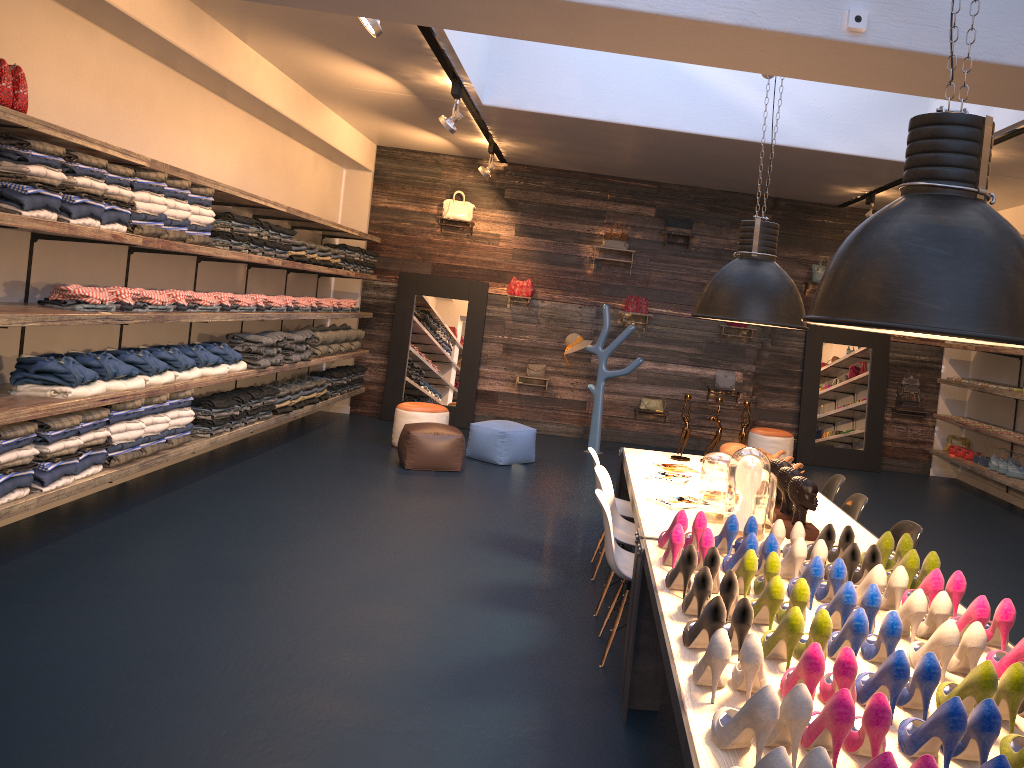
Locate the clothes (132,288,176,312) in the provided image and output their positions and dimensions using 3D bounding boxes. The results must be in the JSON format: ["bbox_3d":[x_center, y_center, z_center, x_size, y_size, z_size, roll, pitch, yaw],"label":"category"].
[{"bbox_3d":[-2.493,-0.568,5.876,0.335,0.159,0.334,8,5,21],"label":"clothes"}]

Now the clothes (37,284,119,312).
[{"bbox_3d":[-2.559,-0.509,5.155,0.335,0.159,0.334,8,5,21],"label":"clothes"}]

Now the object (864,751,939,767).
[{"bbox_3d":[0.745,0.784,1.727,0.202,0.195,0.242,7,3,1],"label":"object"}]

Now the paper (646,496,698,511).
[{"bbox_3d":[1.044,0.630,4.720,0.308,0.014,0.781,11,7,41],"label":"paper"}]

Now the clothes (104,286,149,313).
[{"bbox_3d":[-2.504,-0.540,5.491,0.325,0.154,0.347,6,5,-5],"label":"clothes"}]

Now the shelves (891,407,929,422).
[{"bbox_3d":[5.390,0.426,11.783,0.455,0.157,0.244,6,4,-2],"label":"shelves"}]

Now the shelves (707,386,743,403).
[{"bbox_3d":[2.825,0.148,11.578,0.455,0.183,0.244,6,4,-2],"label":"shelves"}]

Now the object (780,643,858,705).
[{"bbox_3d":[0.810,0.742,2.260,0.198,0.195,0.247,7,3,9],"label":"object"}]

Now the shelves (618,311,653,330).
[{"bbox_3d":[1.622,-0.835,11.468,0.455,0.210,0.244,6,3,-2],"label":"shelves"}]

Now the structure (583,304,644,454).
[{"bbox_3d":[1.118,-0.061,10.513,0.908,1.806,0.183,7,1,25],"label":"structure"}]

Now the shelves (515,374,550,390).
[{"bbox_3d":[0.266,-0.026,11.379,0.455,0.143,0.244,6,4,-2],"label":"shelves"}]

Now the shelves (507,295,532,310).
[{"bbox_3d":[0.097,-1.067,11.347,0.306,0.157,0.244,7,4,-1],"label":"shelves"}]

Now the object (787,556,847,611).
[{"bbox_3d":[1.109,0.696,3.134,0.202,0.195,0.242,7,3,1],"label":"object"}]

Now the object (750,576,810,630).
[{"bbox_3d":[0.875,0.697,2.827,0.202,0.195,0.242,7,3,1],"label":"object"}]

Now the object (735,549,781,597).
[{"bbox_3d":[0.878,0.670,3.119,0.201,0.195,0.244,7,3,4],"label":"object"}]

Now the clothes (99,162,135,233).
[{"bbox_3d":[-2.406,-1.103,5.086,0.250,0.410,0.324,7,2,8],"label":"clothes"}]

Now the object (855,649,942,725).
[{"bbox_3d":[1.022,0.764,2.290,0.202,0.195,0.242,7,3,1],"label":"object"}]

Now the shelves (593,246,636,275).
[{"bbox_3d":[1.330,-1.621,11.433,0.563,0.316,0.243,6,2,-3],"label":"shelves"}]

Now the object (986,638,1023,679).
[{"bbox_3d":[1.546,0.798,2.594,0.204,0.195,0.240,6,3,-3],"label":"object"}]

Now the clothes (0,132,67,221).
[{"bbox_3d":[-2.468,-1.047,4.407,0.250,0.410,0.324,7,2,8],"label":"clothes"}]

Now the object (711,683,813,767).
[{"bbox_3d":[0.573,0.741,1.979,0.210,0.195,0.233,6,3,-13],"label":"object"}]

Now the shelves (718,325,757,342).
[{"bbox_3d":[3.003,-0.671,11.599,0.499,0.184,0.200,6,3,-3],"label":"shelves"}]

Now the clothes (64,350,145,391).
[{"bbox_3d":[-2.580,-0.092,5.404,0.408,0.240,0.446,8,4,16],"label":"clothes"}]

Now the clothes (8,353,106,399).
[{"bbox_3d":[-2.619,-0.055,4.960,0.427,0.240,0.428,7,4,0],"label":"clothes"}]

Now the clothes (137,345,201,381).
[{"bbox_3d":[-2.505,-0.159,6.216,0.427,0.240,0.428,7,4,0],"label":"clothes"}]

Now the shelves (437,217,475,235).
[{"bbox_3d":[-0.729,-2.047,11.271,0.455,0.157,0.244,6,4,-2],"label":"shelves"}]

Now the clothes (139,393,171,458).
[{"bbox_3d":[-2.483,0.256,5.799,0.261,0.455,0.344,7,2,14],"label":"clothes"}]

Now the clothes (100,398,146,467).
[{"bbox_3d":[-2.513,0.284,5.471,0.261,0.455,0.344,7,2,14],"label":"clothes"}]

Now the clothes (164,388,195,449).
[{"bbox_3d":[-2.450,0.227,6.159,0.261,0.455,0.344,7,2,14],"label":"clothes"}]

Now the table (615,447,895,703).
[{"bbox_3d":[1.251,0.997,5.100,1.238,0.738,2.541,7,5,3],"label":"table"}]

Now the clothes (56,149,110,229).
[{"bbox_3d":[-2.410,-1.073,4.758,0.250,0.410,0.324,7,2,8],"label":"clothes"}]

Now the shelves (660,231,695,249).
[{"bbox_3d":[2.184,-1.905,11.496,0.455,0.178,0.244,6,4,-2],"label":"shelves"}]

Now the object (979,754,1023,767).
[{"bbox_3d":[0.984,0.809,1.770,0.202,0.195,0.242,7,3,1],"label":"object"}]

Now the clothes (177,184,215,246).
[{"bbox_3d":[-2.299,-1.207,6.149,0.261,0.455,0.344,7,2,14],"label":"clothes"}]

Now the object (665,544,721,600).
[{"bbox_3d":[0.655,0.647,3.087,0.202,0.195,0.242,7,3,1],"label":"object"}]

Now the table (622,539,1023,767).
[{"bbox_3d":[1.019,1.208,2.555,1.238,0.738,2.541,7,5,3],"label":"table"}]

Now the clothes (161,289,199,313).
[{"bbox_3d":[-2.438,-0.600,6.212,0.325,0.154,0.347,6,5,-5],"label":"clothes"}]

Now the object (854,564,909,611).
[{"bbox_3d":[1.317,0.721,3.126,0.205,0.195,0.239,6,3,-3],"label":"object"}]

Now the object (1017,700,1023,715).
[{"bbox_3d":[1.466,0.813,2.333,0.198,0.195,0.248,7,3,9],"label":"object"}]

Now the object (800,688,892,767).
[{"bbox_3d":[0.775,0.763,1.997,0.200,0.195,0.245,7,3,6],"label":"object"}]

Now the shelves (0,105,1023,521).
[{"bbox_3d":[1.159,0.340,3.098,8.660,2.221,16.851,7,5,3],"label":"shelves"}]

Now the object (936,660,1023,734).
[{"bbox_3d":[1.241,0.790,2.286,0.202,0.195,0.242,7,3,1],"label":"object"}]

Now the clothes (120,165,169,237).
[{"bbox_3d":[-2.362,-1.150,5.460,0.261,0.455,0.344,7,2,14],"label":"clothes"}]

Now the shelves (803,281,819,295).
[{"bbox_3d":[4.153,-1.258,11.657,0.455,0.177,0.244,6,4,-2],"label":"shelves"}]

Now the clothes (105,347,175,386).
[{"bbox_3d":[-2.542,-0.125,5.805,0.427,0.240,0.428,7,4,0],"label":"clothes"}]

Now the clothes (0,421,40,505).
[{"bbox_3d":[-2.619,0.387,4.418,0.250,0.410,0.324,7,2,8],"label":"clothes"}]

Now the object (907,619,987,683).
[{"bbox_3d":[1.301,0.769,2.590,0.202,0.195,0.242,7,3,1],"label":"object"}]

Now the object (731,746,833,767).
[{"bbox_3d":[0.521,0.761,1.700,0.207,0.195,0.236,6,3,-7],"label":"object"}]

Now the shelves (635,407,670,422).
[{"bbox_3d":[1.846,0.423,11.505,0.455,0.157,0.244,6,4,-2],"label":"shelves"}]

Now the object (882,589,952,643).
[{"bbox_3d":[1.343,0.748,2.870,0.202,0.195,0.242,7,3,1],"label":"object"}]

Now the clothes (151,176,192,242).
[{"bbox_3d":[-2.332,-1.177,5.788,0.261,0.455,0.344,7,2,14],"label":"clothes"}]

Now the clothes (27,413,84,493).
[{"bbox_3d":[-2.561,0.361,4.768,0.250,0.410,0.324,7,2,8],"label":"clothes"}]

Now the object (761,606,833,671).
[{"bbox_3d":[0.839,0.720,2.538,0.202,0.195,0.242,7,3,1],"label":"object"}]

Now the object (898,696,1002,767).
[{"bbox_3d":[1.026,0.789,2.031,0.204,0.195,0.240,7,3,-1],"label":"object"}]

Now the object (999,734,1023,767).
[{"bbox_3d":[1.259,0.819,2.006,0.205,0.195,0.239,6,3,-3],"label":"object"}]

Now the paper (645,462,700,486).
[{"bbox_3d":[1.027,0.559,5.459,0.326,0.014,0.742,8,5,12],"label":"paper"}]

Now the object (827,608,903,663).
[{"bbox_3d":[1.061,0.740,2.597,0.209,0.195,0.242,7,3,1],"label":"object"}]

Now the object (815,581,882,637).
[{"bbox_3d":[1.114,0.722,2.859,0.202,0.195,0.242,7,3,1],"label":"object"}]

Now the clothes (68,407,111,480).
[{"bbox_3d":[-2.557,0.330,5.096,0.250,0.410,0.324,7,2,8],"label":"clothes"}]
